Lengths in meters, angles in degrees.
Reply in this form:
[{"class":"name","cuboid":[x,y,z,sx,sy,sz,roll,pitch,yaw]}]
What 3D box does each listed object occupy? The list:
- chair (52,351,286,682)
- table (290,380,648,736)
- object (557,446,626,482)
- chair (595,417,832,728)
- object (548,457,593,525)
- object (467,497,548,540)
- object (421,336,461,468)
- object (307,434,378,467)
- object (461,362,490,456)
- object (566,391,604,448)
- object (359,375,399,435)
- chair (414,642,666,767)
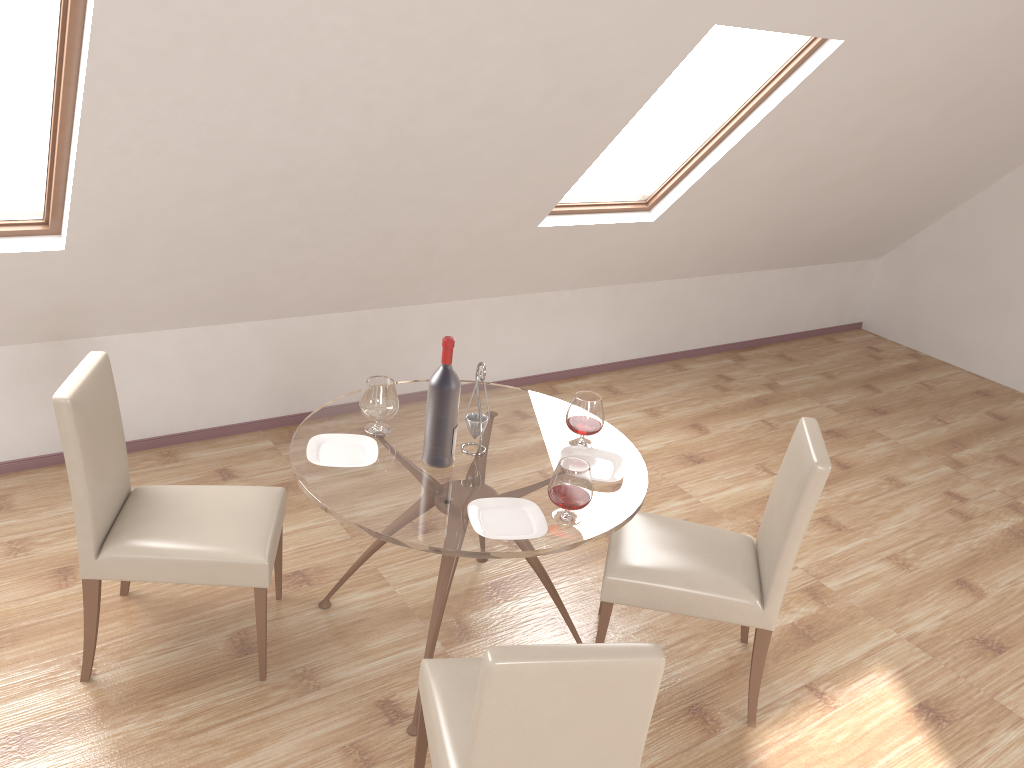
[{"class":"chair","cuboid":[-1.092,0.433,2.947,0.618,0.999,0.477,3,23,-9]},{"class":"table","cuboid":[-0.178,0.577,3.156,1.198,0.770,1.198,0,24,-15]},{"class":"object","cuboid":[0.266,0.275,2.977,0.228,0.020,0.228,10,23,8]},{"class":"chair","cuboid":[0.649,0.583,3.087,0.618,0.999,0.477,10,23,7]},{"class":"object","cuboid":[0.174,0.318,2.642,0.136,0.183,0.136,21,27,29]},{"class":"object","cuboid":[-0.015,0.401,2.603,0.228,0.020,0.228,1,24,-13]},{"class":"object","cuboid":[-0.219,0.056,2.818,0.109,0.435,0.109,-12,29,-37]},{"class":"object","cuboid":[-0.548,0.222,2.871,0.228,0.020,0.228,3,23,-10]},{"class":"object","cuboid":[-0.115,0.078,2.942,0.086,0.322,0.096,13,24,15]},{"class":"object","cuboid":[0.256,0.125,3.115,0.136,0.183,0.136,21,27,29]},{"class":"object","cuboid":[-0.455,0.072,3.039,0.136,0.183,0.136,3,23,-9]},{"class":"chair","cuboid":[0.030,0.876,2.230,0.477,0.999,0.618,2,24,-11]}]
